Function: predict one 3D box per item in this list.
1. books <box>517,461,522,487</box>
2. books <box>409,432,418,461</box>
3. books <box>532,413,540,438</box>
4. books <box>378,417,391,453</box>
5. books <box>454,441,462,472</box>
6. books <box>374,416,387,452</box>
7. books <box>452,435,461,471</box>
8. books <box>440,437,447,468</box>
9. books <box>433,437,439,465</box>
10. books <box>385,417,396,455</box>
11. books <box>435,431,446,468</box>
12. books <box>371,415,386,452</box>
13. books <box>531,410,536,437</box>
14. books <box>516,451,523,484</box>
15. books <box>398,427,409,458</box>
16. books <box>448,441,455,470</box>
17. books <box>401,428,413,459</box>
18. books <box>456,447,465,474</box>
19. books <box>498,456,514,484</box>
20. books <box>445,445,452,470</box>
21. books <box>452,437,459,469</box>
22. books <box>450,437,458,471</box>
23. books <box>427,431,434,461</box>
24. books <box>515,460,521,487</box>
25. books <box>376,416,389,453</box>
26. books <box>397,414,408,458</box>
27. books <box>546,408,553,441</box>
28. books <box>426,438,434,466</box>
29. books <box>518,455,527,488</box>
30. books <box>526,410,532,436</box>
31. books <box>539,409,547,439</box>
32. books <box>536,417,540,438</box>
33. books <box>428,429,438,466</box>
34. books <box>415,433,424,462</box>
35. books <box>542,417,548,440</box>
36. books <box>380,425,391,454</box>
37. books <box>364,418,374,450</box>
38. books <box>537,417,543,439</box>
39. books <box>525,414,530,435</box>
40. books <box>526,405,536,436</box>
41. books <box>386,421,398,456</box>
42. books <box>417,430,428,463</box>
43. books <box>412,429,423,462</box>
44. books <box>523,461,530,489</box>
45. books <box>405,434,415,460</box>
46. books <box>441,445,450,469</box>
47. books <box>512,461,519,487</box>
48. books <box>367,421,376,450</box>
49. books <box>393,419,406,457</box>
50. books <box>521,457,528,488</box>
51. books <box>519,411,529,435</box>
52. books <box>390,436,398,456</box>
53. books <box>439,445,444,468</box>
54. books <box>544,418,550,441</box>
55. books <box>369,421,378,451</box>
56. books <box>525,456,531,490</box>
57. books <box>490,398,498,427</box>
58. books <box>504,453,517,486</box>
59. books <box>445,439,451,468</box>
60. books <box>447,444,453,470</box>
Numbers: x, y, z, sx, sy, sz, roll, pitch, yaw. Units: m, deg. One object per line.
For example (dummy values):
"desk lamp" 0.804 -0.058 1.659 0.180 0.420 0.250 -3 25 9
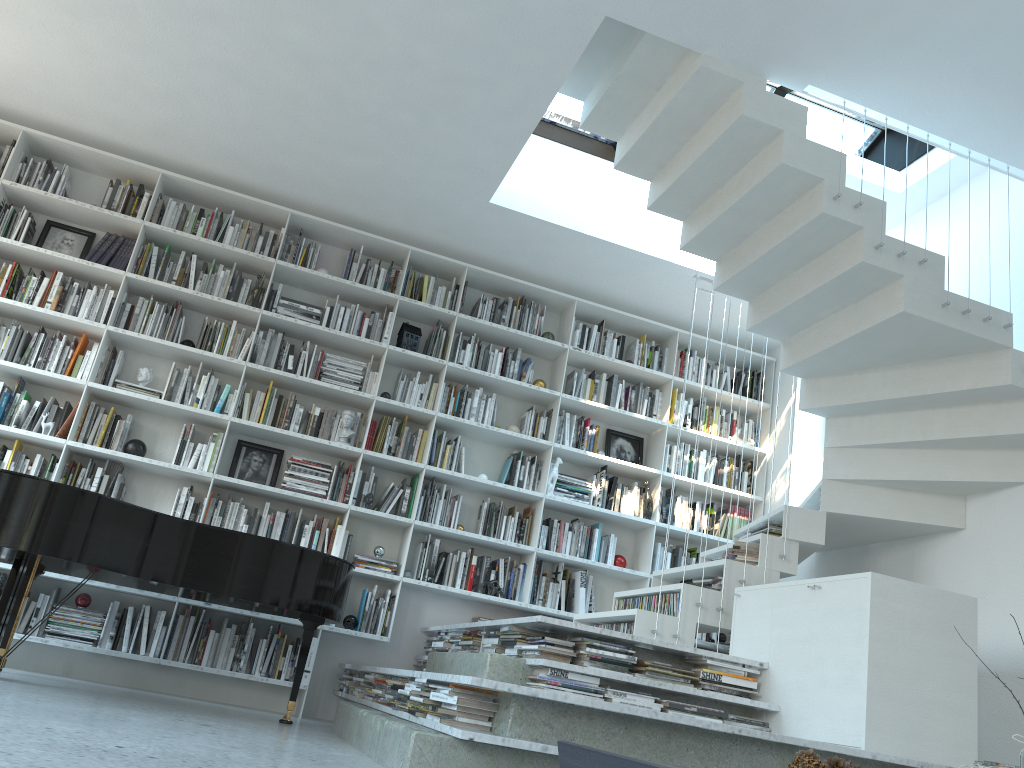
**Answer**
"books" 0.027 0.657 6.187 0.007 0.229 0.147 15 -20 -14
"books" -0.686 0.453 5.995 0.028 0.238 0.146 15 -20 -14
"books" 0.146 0.331 6.318 0.016 0.227 0.160 15 -20 -14
"books" -0.873 0.375 5.954 0.035 0.292 0.145 15 -20 -14
"books" -0.388 0.530 6.080 0.007 0.253 0.161 15 -20 -14
"books" -0.897 0.369 5.948 0.035 0.292 0.145 15 -20 -14
"books" -0.403 0.506 6.073 0.013 0.286 0.159 15 -20 -14
"books" -0.489 0.499 6.050 0.013 0.255 0.145 15 -20 -14
"books" -0.539 0.493 6.041 0.007 0.243 0.146 15 -20 -14
"books" -0.835 0.381 5.952 0.019 0.293 0.164 15 -20 -14
"books" -0.504 0.474 6.020 0.013 0.278 0.192 15 -20 -14
"books" -0.906 0.362 5.935 0.035 0.292 0.145 15 -20 -14
"books" 0.122 0.316 6.312 0.016 0.243 0.152 15 -20 -14
"books" 0.024 0.623 6.194 0.013 0.294 0.154 15 -20 -14
"books" -0.752 0.427 5.976 0.033 0.252 0.175 15 -20 -14
"books" -0.433 0.521 6.062 0.017 0.242 0.133 15 -20 -14
"books" -0.723 0.431 5.958 0.027 0.241 0.189 15 -20 -14
"books" -0.355 0.552 6.055 0.051 0.209 0.177 15 -20 -14
"books" -0.056 0.628 6.162 0.056 0.240 0.154 15 -20 -14
"books" -0.455 0.530 6.048 0.014 0.208 0.157 15 -20 -14
"books" -0.413 0.510 6.068 0.006 0.272 0.167 15 -20 -14
"books" -0.417 0.509 6.061 0.006 0.269 0.179 15 -20 -14
"books" -0.575 0.439 6.019 0.006 0.317 0.165 15 -20 -14
"books" 0.010 0.651 6.164 0.013 0.218 0.188 15 -20 -14
"books" -0.881 0.368 5.937 0.035 0.292 0.145 15 -20 -14
"books" -0.761 0.382 5.983 0.022 0.336 0.170 15 -20 -14
"books" 0.240 0.325 6.329 0.005 0.277 0.183 15 -20 -14
"books" -0.578 0.491 6.018 0.015 0.219 0.155 15 -20 -14
"books" 0.046 0.640 6.181 0.018 0.262 0.165 15 -20 -14
"books" 0.094 0.314 6.304 0.012 0.231 0.154 15 -20 -14
"books" 0.193 0.324 6.318 0.016 0.256 0.176 15 -20 -14
"books" 0.157 0.346 6.323 0.012 0.205 0.138 15 -20 -14
"books" -0.549 0.462 6.025 0.035 0.286 0.192 15 -20 -14
"books" -0.648 0.463 6.016 0.019 0.247 0.149 15 -20 -14
"books" 0.201 0.351 6.312 0.013 0.203 0.174 15 -20 -14
"books" -0.857 0.406 5.941 0.015 0.231 0.180 15 -20 -14
"books" -0.972 0.368 5.928 0.015 0.254 0.151 15 -20 -14
"books" 0.171 0.348 6.314 0.013 0.201 0.174 15 -20 -14
"books" 0.084 0.325 6.299 0.005 0.204 0.154 15 -20 -14
"books" 0.113 0.298 6.302 0.015 0.266 0.164 15 -20 -14
"books" -0.825 0.400 5.975 0.035 0.277 0.139 15 -20 -14
"books" -0.627 0.457 6.021 0.033 0.267 0.142 15 -20 -14
"books" -0.659 0.445 6.000 0.032 0.265 0.143 15 -20 -14
"books" 0.073 0.664 6.176 0.012 0.223 0.178 15 -20 -14
"books" -0.706 0.457 5.965 0.034 0.203 0.182 15 -20 -14
"books" -0.470 0.525 6.015 0.017 0.191 0.192 15 -20 -14
"books" 0.000 0.653 6.160 0.006 0.209 0.188 15 -20 -14
"books" -0.957 0.377 5.929 0.014 0.243 0.145 15 -20 -14
"books" -0.771 0.394 5.955 0.019 0.292 0.182 15 -20 -14
"books" 0.061 0.647 6.186 0.015 0.258 0.152 15 -20 -14
"books" 0.074 0.316 6.303 0.015 0.219 0.140 15 -20 -14
"books" -0.811 0.452 5.968 0.030 0.180 0.132 15 -20 -14
"books" -0.505 0.524 6.031 0.014 0.192 0.147 15 -20 -14
"books" 0.224 0.358 6.322 0.012 0.205 0.170 15 -20 -14
"books" -0.946 0.383 5.944 0.013 0.246 0.177 15 -20 -14
"books" 0.090 0.650 6.203 0.032 0.273 0.155 15 -20 -14
"books" -0.142 0.240 6.248 0.034 0.253 0.161 15 -20 -14
"books" -0.017 0.624 6.169 0.021 0.263 0.174 15 -20 -14
"books" -0.463 0.512 6.050 0.008 0.241 0.169 15 -20 -14
"books" -0.443 0.529 6.043 0.007 0.211 0.158 15 -20 -14
